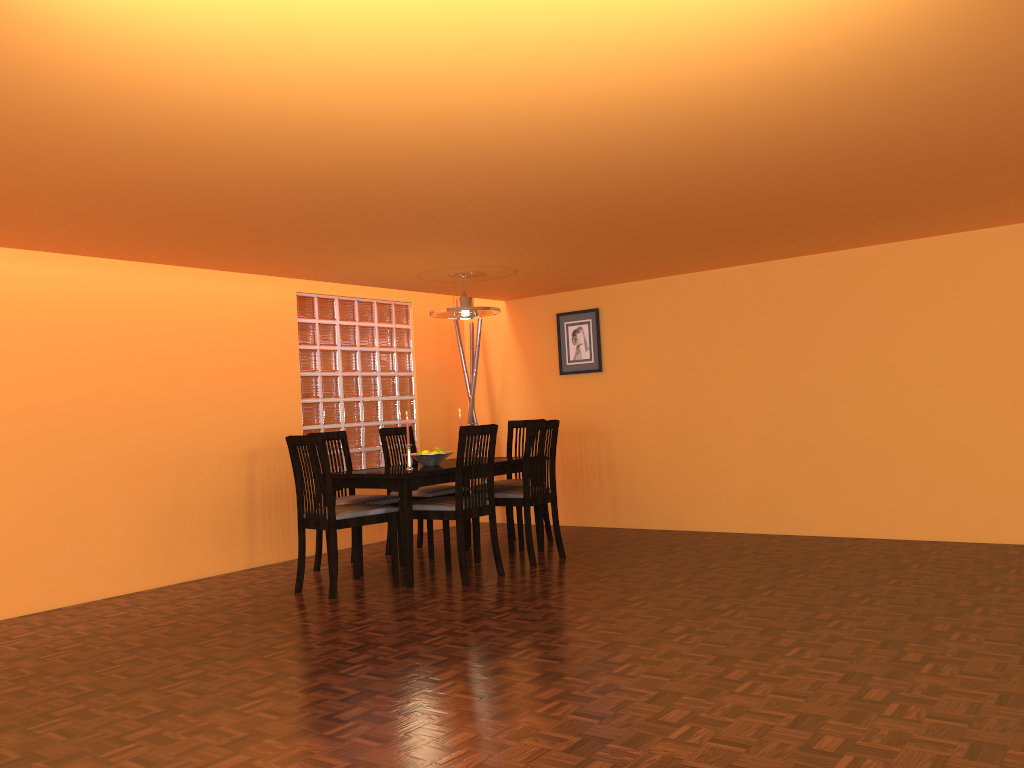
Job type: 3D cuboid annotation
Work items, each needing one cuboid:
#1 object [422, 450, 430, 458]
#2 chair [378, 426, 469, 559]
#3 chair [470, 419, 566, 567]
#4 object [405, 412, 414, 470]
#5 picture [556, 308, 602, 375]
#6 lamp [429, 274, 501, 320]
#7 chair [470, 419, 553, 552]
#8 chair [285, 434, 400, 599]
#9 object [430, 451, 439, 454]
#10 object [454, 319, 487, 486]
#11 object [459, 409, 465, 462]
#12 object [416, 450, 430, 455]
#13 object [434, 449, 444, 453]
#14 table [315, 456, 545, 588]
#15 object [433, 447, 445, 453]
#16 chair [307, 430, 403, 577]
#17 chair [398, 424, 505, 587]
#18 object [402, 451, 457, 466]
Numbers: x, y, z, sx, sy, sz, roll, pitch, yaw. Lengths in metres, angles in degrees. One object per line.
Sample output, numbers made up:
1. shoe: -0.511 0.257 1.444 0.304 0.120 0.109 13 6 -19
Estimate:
1. object: -0.488 0.397 5.015 0.046 0.046 0.055 -4 -2 20
2. chair: -0.569 0.670 5.612 0.465 0.809 0.373 -4 -2 37
3. chair: 0.038 0.622 5.147 0.465 0.809 0.373 -4 -2 37
4. object: -0.568 0.304 4.855 0.044 0.326 0.044 -4 -2 26
5. picture: 0.484 -0.302 6.418 0.361 0.456 0.014 -4 -2 37
6. lamp: -0.292 -0.534 5.417 0.435 0.274 0.435 -2 -2 -31
7. chair: 0.012 0.642 5.727 0.373 0.809 0.465 -4 -2 32
8. chair: -0.881 0.655 4.568 0.373 0.809 0.465 -5 -2 42
9. object: -0.442 0.406 5.037 0.055 0.046 0.046 -3 -2 0
10. object: -0.283 0.300 6.693 0.226 1.589 0.308 -2 -2 -31
11. object: -0.306 0.304 5.337 0.044 0.326 0.044 -4 -2 26
12. object: -0.508 0.420 5.105 0.089 0.076 0.087 -5 -2 43
13. object: -0.411 0.407 5.090 0.055 0.070 0.066 -4 -2 19
14. table: -0.414 0.759 5.123 0.697 0.584 1.259 -4 -2 37
15. object: -0.427 0.397 5.169 0.069 0.066 0.069 -2 -2 -43
16. chair: -0.918 0.675 5.153 0.465 0.809 0.373 -4 -2 37
17. chair: -0.311 0.627 4.688 0.465 0.809 0.373 -4 -2 37
18. object: -0.467 0.433 5.108 0.337 0.072 0.337 -3 -2 3
